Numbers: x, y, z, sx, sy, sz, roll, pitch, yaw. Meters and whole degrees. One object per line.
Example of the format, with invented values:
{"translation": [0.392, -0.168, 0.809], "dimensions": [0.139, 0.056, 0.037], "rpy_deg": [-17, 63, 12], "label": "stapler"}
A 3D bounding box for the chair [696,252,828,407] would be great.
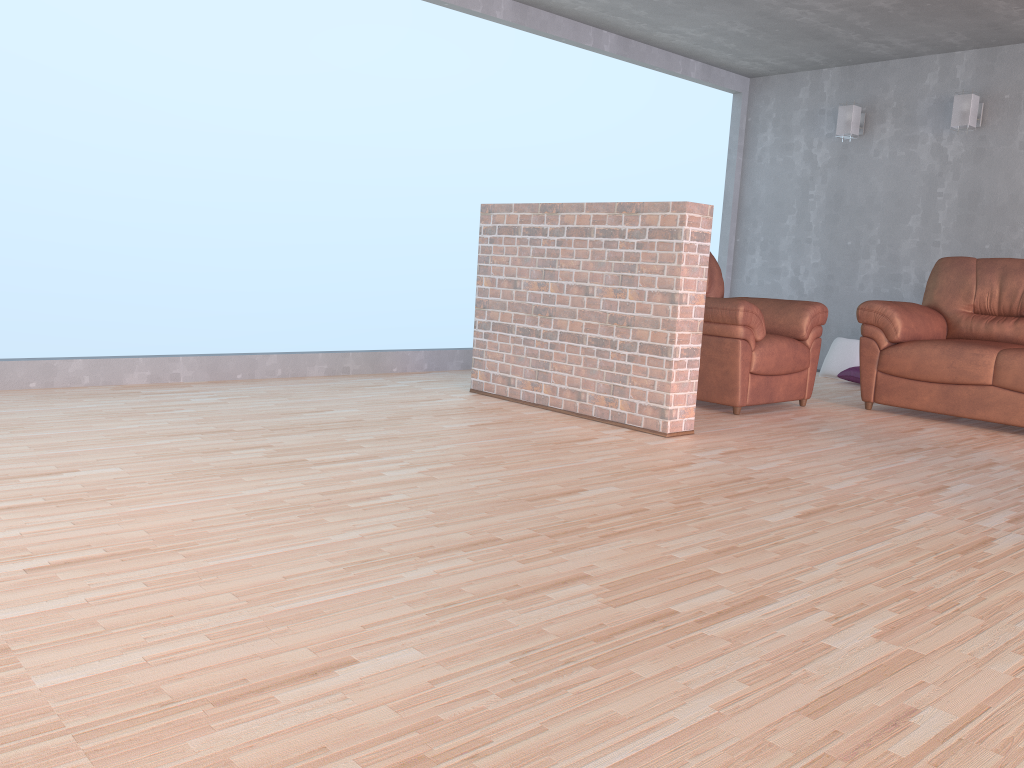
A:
{"translation": [1.235, -0.383, 5.297], "dimensions": [0.970, 0.879, 0.936], "rpy_deg": [-4, 11, -43], "label": "chair"}

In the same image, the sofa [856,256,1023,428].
{"translation": [3.134, -0.228, 4.854], "dimensions": [0.981, 0.923, 2.202], "rpy_deg": [-3, 10, -42], "label": "sofa"}

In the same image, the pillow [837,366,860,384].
{"translation": [2.700, -0.064, 6.665], "dimensions": [0.365, 0.130, 0.392], "rpy_deg": [0, 8, -22], "label": "pillow"}

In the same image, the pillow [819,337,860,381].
{"translation": [2.620, -0.193, 6.974], "dimensions": [0.241, 0.326, 0.327], "rpy_deg": [-3, 10, -38], "label": "pillow"}

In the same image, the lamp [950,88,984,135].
{"translation": [3.265, -1.951, 6.372], "dimensions": [0.177, 0.319, 0.165], "rpy_deg": [-3, 10, -42], "label": "lamp"}

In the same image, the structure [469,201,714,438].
{"translation": [0.339, -0.383, 4.544], "dimensions": [0.211, 1.057, 1.422], "rpy_deg": [-3, 10, -42], "label": "structure"}

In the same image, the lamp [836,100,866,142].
{"translation": [2.673, -2.076, 7.016], "dimensions": [0.168, 0.319, 0.165], "rpy_deg": [-3, 10, -42], "label": "lamp"}
